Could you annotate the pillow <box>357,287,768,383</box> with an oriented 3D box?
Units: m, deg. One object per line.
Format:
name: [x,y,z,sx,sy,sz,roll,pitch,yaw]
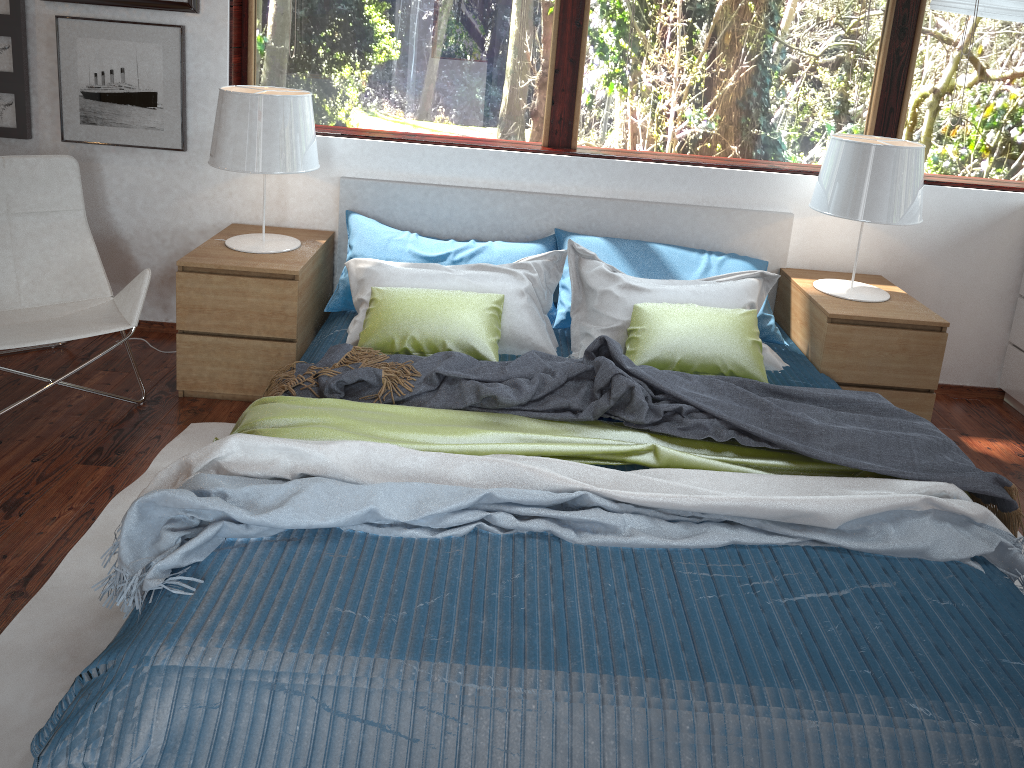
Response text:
pillow: [0.177,-0.182,2.973,1.377,0.210,0.327,4,20,-1]

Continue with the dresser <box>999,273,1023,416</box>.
dresser: [2.400,0.288,2.197,0.616,0.838,3.280,4,22,-1]

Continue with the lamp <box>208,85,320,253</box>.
lamp: [-0.932,-0.812,3.287,0.405,0.563,0.425,4,17,-4]

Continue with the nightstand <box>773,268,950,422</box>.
nightstand: [1.307,-0.099,3.413,0.428,0.517,0.640,5,19,-1]

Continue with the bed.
bed: [0.242,0.078,2.481,2.138,0.735,2.709,5,22,0]

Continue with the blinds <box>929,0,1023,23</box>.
blinds: [2.294,-1.680,3.483,1.177,0.486,0.055,5,14,0]

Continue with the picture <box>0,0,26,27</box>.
picture: [-2.036,-1.527,3.427,0.222,0.216,0.042,5,14,-1]

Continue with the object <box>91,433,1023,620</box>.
object: [0.152,0.409,1.966,2.152,0.360,0.564,3,20,-5]

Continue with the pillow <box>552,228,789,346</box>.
pillow: [0.611,-0.392,3.459,0.920,0.305,0.385,4,19,-3]

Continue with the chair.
chair: [-1.690,-0.349,3.032,0.707,0.763,0.828,-10,23,-38]

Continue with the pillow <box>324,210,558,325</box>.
pillow: [-0.250,-0.465,3.452,0.911,0.315,0.365,4,18,-3]

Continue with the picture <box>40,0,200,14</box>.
picture: [-1.536,-1.654,3.398,0.626,0.348,0.043,5,14,0]

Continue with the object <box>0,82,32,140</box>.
object: [-2.072,-1.112,3.535,0.222,0.216,0.042,5,14,-1]

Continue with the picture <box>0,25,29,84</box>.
picture: [-2.054,-1.319,3.481,0.222,0.216,0.042,5,14,-1]

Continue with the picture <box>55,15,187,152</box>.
picture: [-1.566,-1.202,3.504,0.504,0.484,0.045,5,13,0]

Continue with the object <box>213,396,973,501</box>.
object: [0.185,0.318,2.332,2.102,0.429,0.516,3,19,-4]

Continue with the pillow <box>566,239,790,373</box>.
pillow: [0.605,-0.274,3.144,0.851,0.375,0.378,2,18,-6]

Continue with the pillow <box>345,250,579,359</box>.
pillow: [-0.210,-0.306,3.157,0.871,0.343,0.497,3,19,-5]

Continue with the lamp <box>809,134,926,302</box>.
lamp: [1.333,-0.633,3.305,0.405,0.563,0.426,2,17,-9]

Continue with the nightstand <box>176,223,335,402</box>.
nightstand: [-0.976,-0.279,3.395,0.428,0.517,0.640,5,19,-1]

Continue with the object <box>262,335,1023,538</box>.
object: [0.252,0.093,2.509,2.131,0.389,0.659,8,20,8]

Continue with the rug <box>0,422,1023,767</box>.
rug: [0.222,0.597,2.087,2.710,0.047,1.895,4,22,-1]
